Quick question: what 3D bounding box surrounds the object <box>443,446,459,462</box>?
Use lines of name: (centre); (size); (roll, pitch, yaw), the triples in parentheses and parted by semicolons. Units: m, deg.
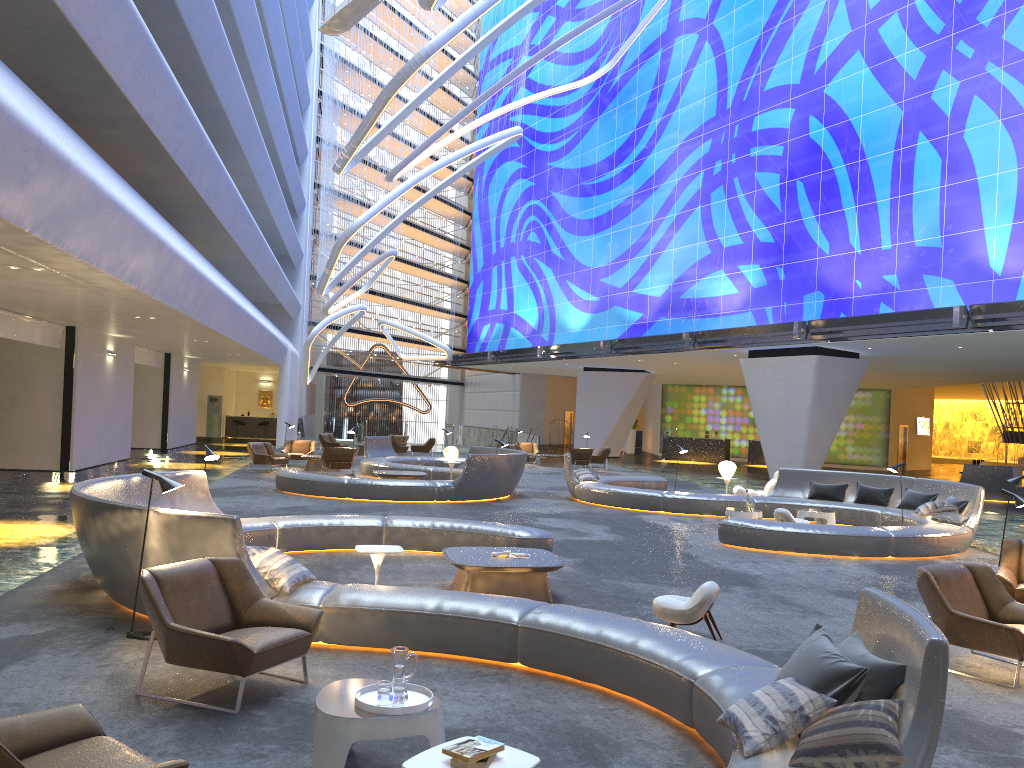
object: (-1.461, 1.674, 21.180); (0.367, 0.387, 0.318); (3, -1, -3)

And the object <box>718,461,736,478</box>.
object: (4.795, 1.907, 19.761); (0.367, 0.387, 0.318); (3, -1, -28)

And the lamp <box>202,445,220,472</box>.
lamp: (-3.712, 1.391, 10.754); (0.384, 1.300, 0.202); (3, 0, 40)

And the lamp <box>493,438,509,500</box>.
lamp: (-0.276, 1.801, 18.687); (0.384, 1.300, 0.202); (3, 0, 7)

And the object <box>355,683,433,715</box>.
object: (-0.582, 1.550, 4.373); (0.381, 0.038, 0.381); (3, -2, -18)

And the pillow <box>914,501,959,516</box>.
pillow: (7.198, 2.108, 14.977); (0.693, 0.262, 0.877); (4, -2, -44)

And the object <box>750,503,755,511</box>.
object: (4.019, 2.054, 14.830); (0.071, 0.118, 0.151); (3, -1, 0)

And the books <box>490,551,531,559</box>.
books: (-0.013, 1.736, 9.060); (0.395, 0.039, 0.301); (2, -2, 4)

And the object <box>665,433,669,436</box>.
object: (7.239, 2.357, 41.376); (0.149, 0.150, 0.149); (2, -1, 25)

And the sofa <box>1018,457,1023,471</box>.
sofa: (22.136, 3.461, 36.972); (1.062, 1.180, 3.419); (2, -2, 16)

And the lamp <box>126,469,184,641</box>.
lamp: (-2.739, 1.306, 6.814); (0.384, 1.300, 0.202); (3, 0, -10)

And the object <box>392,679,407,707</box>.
object: (-0.552, 1.506, 4.321); (0.071, 0.118, 0.071); (3, -1, -42)

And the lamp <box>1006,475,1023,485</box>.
lamp: (7.523, 1.969, 13.145); (0.384, 1.300, 0.202); (3, 0, 34)

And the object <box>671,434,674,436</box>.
object: (7.461, 2.384, 41.271); (0.107, 0.108, 0.111); (2, -1, 25)

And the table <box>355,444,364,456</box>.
table: (-5.290, 2.509, 33.534); (1.203, 0.392, 1.204); (2, -2, 8)

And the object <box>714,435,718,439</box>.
object: (9.295, 2.418, 40.369); (0.150, 0.145, 0.150); (2, -1, 24)

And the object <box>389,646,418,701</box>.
object: (-0.549, 1.442, 4.417); (0.131, 0.252, 0.103); (3, 0, -27)

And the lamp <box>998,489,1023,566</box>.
lamp: (5.124, 1.730, 9.090); (0.384, 1.300, 0.202); (2, 0, 43)

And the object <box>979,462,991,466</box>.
object: (14.596, 2.591, 27.382); (0.318, 0.387, 0.367); (3, -1, -3)

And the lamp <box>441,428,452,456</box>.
lamp: (-2.017, 1.985, 26.751); (0.384, 1.300, 0.202); (3, 0, 7)

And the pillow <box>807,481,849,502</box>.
pillow: (6.130, 2.105, 17.250); (0.768, 0.369, 0.295); (2, -1, 34)

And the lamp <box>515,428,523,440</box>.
lamp: (0.195, 2.284, 32.919); (0.384, 1.300, 0.202); (3, 0, 7)

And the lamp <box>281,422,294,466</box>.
lamp: (-6.588, 1.758, 26.034); (0.384, 1.300, 0.202); (3, 0, 7)

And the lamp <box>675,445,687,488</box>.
lamp: (3.784, 2.026, 20.028); (0.202, 1.300, 0.384); (3, 0, -34)

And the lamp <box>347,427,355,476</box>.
lamp: (-4.240, 1.779, 23.435); (0.202, 1.300, 0.384); (3, 0, 7)

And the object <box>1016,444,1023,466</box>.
object: (23.421, 3.366, 39.912); (1.205, 1.664, 0.476); (3, 0, 0)

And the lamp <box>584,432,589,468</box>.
lamp: (2.542, 2.305, 30.320); (0.202, 1.300, 0.384); (3, 0, 7)

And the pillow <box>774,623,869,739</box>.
pillow: (1.484, 1.437, 4.314); (0.315, 0.386, 0.785); (2, -1, 6)

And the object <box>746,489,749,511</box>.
object: (3.918, 1.928, 14.720); (0.066, 0.356, 0.076); (3, 0, -43)

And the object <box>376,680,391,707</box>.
object: (-0.622, 1.502, 4.282); (0.071, 0.118, 0.071); (3, 0, -27)

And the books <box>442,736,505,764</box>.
books: (-0.136, 1.301, 3.163); (0.133, 0.022, 0.189); (1, -2, 41)

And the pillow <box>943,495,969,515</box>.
pillow: (7.384, 2.070, 14.907); (0.317, 0.366, 0.775); (2, -2, 7)

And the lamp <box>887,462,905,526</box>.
lamp: (6.684, 2.005, 15.408); (0.384, 1.300, 0.202); (3, 0, -17)

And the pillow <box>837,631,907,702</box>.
pillow: (1.682, 1.473, 4.384); (0.295, 0.369, 0.769); (3, -1, 3)

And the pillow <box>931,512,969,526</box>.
pillow: (6.896, 2.124, 13.944); (0.444, 0.207, 0.444); (1, -2, 42)

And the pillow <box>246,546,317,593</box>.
pillow: (-1.912, 1.444, 7.063); (0.876, 0.262, 0.693); (1, -2, 42)

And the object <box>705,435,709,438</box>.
object: (8.918, 2.406, 40.522); (0.150, 0.145, 0.150); (2, -1, 24)

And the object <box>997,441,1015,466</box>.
object: (22.378, 3.326, 40.115); (1.206, 1.664, 0.476); (3, 0, -45)

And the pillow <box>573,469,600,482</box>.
pillow: (1.601, 2.008, 19.596); (0.692, 0.262, 0.877); (3, -2, -1)

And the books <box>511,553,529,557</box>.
books: (0.086, 1.746, 9.037); (0.133, 0.012, 0.189); (3, -2, -20)

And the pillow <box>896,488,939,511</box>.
pillow: (7.291, 2.096, 15.938); (0.315, 0.386, 0.784); (3, -1, -18)

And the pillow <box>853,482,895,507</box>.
pillow: (6.809, 2.095, 16.729); (0.282, 0.417, 0.758); (3, -1, -42)

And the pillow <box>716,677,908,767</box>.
pillow: (1.326, 1.512, 3.992); (0.873, 0.280, 0.685); (2, -2, 27)

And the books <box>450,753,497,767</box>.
books: (-0.134, 1.327, 3.164); (0.128, 0.030, 0.182); (2, -2, 12)
